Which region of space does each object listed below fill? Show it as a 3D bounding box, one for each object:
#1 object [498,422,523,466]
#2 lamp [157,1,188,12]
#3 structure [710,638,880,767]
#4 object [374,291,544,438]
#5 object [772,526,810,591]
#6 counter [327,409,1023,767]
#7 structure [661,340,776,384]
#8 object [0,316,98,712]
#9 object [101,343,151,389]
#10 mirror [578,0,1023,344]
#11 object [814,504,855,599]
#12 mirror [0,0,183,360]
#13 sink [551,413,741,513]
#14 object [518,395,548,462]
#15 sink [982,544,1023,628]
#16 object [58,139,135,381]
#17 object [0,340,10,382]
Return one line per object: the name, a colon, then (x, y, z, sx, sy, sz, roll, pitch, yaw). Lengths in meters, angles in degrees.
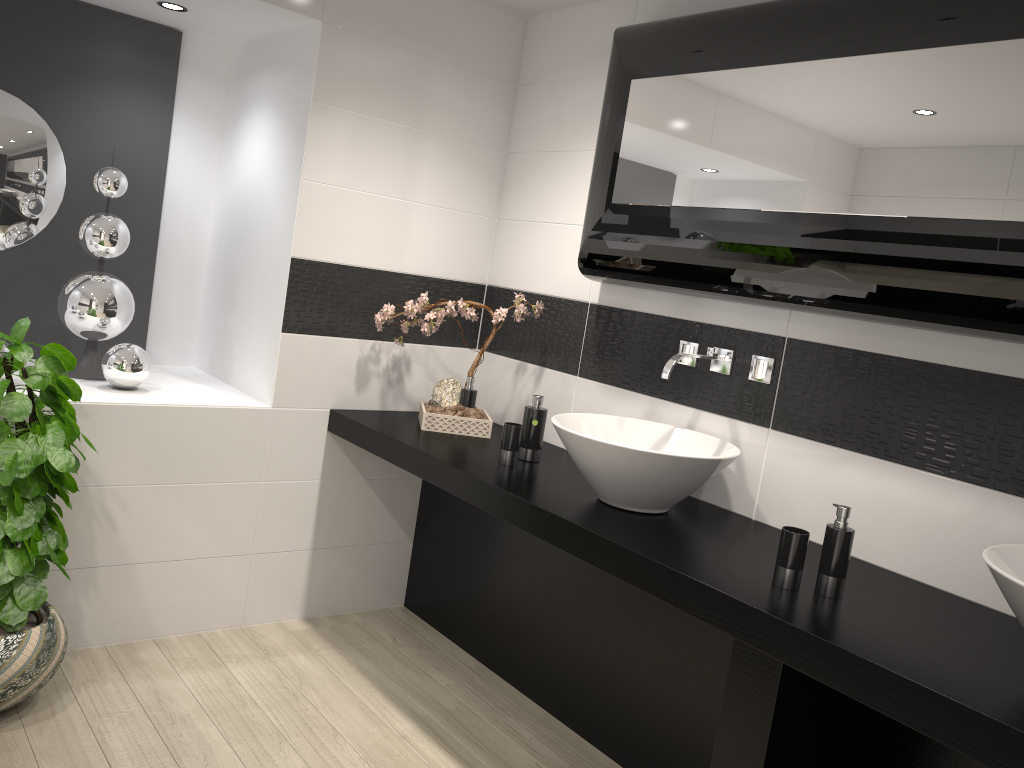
object: (-0.005, 0.198, 2.917, 0.063, 0.133, 0.063, 8, 5, -5)
lamp: (-1.249, -1.388, 3.262, 0.106, 0.004, 0.106, 11, 7, 18)
structure: (0.641, 0.944, 2.052, 0.464, 0.760, 0.126, 4, 7, -39)
object: (-0.230, -0.109, 3.398, 0.628, 0.559, 0.261, 8, 6, -9)
object: (0.647, 0.404, 2.056, 0.063, 0.133, 0.063, 8, 5, -5)
counter: (0.725, 0.517, 2.137, 0.654, 0.084, 3.862, 3, 9, -39)
structure: (0.566, -0.062, 2.709, 0.259, 0.108, 0.369, 3, 9, -39)
object: (-1.460, 0.371, 2.542, 0.418, 1.128, 0.439, 9, 5, 2)
object: (-1.380, -0.064, 3.172, 0.163, 0.163, 0.163, 6, 7, -26)
mirror: (1.095, -0.571, 2.106, 0.258, 0.899, 2.625, 5, 8, -39)
object: (0.748, 0.384, 2.042, 0.063, 0.207, 0.063, 12, 6, 31)
mirror: (-1.973, -0.791, 3.257, 1.359, 1.378, 0.078, 4, 7, -39)
sink: (0.376, 0.249, 2.625, 0.560, 0.211, 0.561, 9, 7, 4)
object: (0.073, 0.149, 3.032, 0.079, 0.220, 0.079, 13, 7, 40)
sink: (1.159, 0.491, 1.636, 0.561, 0.211, 0.559, 13, 8, 29)
object: (-1.526, -0.475, 3.304, 0.260, 0.895, 0.262, 6, 6, -26)
object: (-1.705, -0.075, 2.901, 0.150, 0.150, 0.151, 6, 7, -26)
